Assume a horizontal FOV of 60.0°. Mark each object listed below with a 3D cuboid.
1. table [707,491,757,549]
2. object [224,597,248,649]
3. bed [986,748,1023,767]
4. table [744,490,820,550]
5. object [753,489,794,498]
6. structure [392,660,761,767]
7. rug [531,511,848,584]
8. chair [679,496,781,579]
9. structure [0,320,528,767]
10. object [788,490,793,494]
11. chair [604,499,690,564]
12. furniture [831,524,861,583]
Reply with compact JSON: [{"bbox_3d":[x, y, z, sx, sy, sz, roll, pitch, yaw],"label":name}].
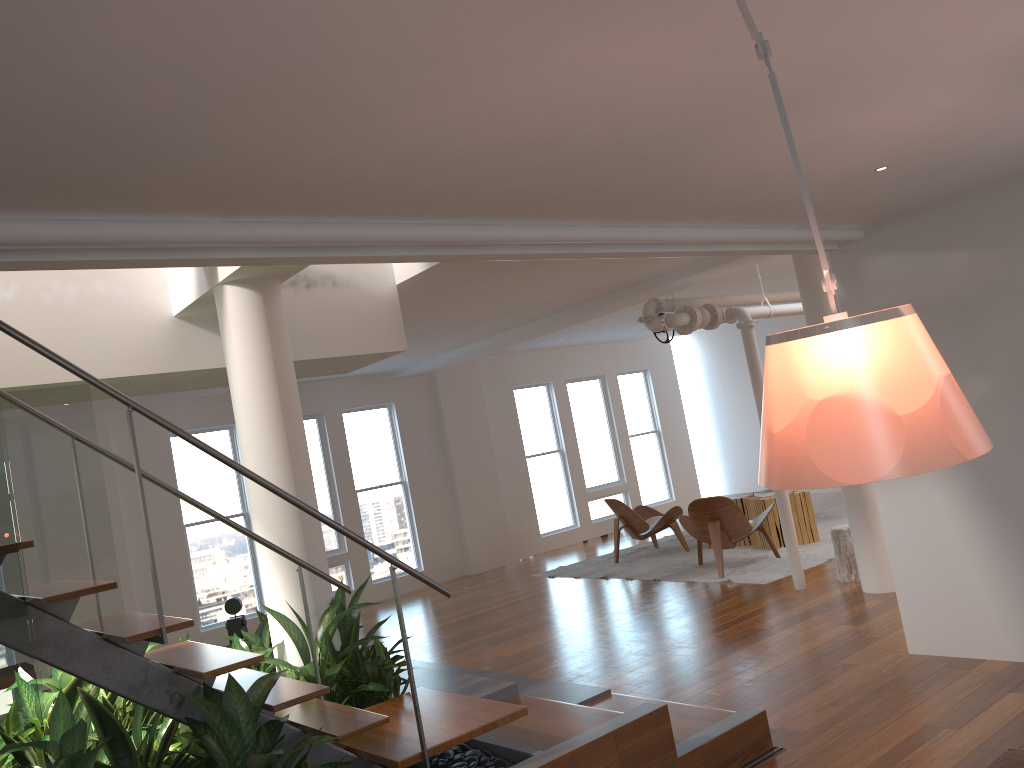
[{"bbox_3d":[2.487,1.519,9.864,0.548,0.534,0.489,-14,-5,40],"label":"table"},{"bbox_3d":[-1.659,1.588,5.468,0.134,0.565,0.318,-10,-4,-2],"label":"object"},{"bbox_3d":[1.433,1.075,1.254,2.207,0.595,2.314,-8,-5,-38],"label":"bed"},{"bbox_3d":[2.797,1.417,9.222,0.489,0.534,0.548,-10,-4,-8],"label":"table"},{"bbox_3d":[2.748,1.138,9.341,0.334,0.048,0.279,-10,-4,-8],"label":"object"},{"bbox_3d":[-1.975,1.987,3.449,5.584,0.386,3.088,-8,-5,-38],"label":"structure"},{"bbox_3d":[2.579,1.728,9.823,3.478,0.057,3.525,-8,-5,-34],"label":"rug"},{"bbox_3d":[2.005,1.405,8.512,0.867,0.752,0.856,-8,-5,-33],"label":"chair"},{"bbox_3d":[-2.746,-0.025,3.014,4.591,4.265,2.552,-8,-5,-38],"label":"structure"},{"bbox_3d":[2.820,1.091,9.107,0.152,0.082,0.152,-11,-4,12],"label":"object"},{"bbox_3d":[1.568,1.607,10.247,0.867,0.752,0.856,-11,-4,12],"label":"chair"},{"bbox_3d":[2.690,1.328,7.016,0.290,0.418,0.298,-12,-4,14],"label":"furniture"}]
